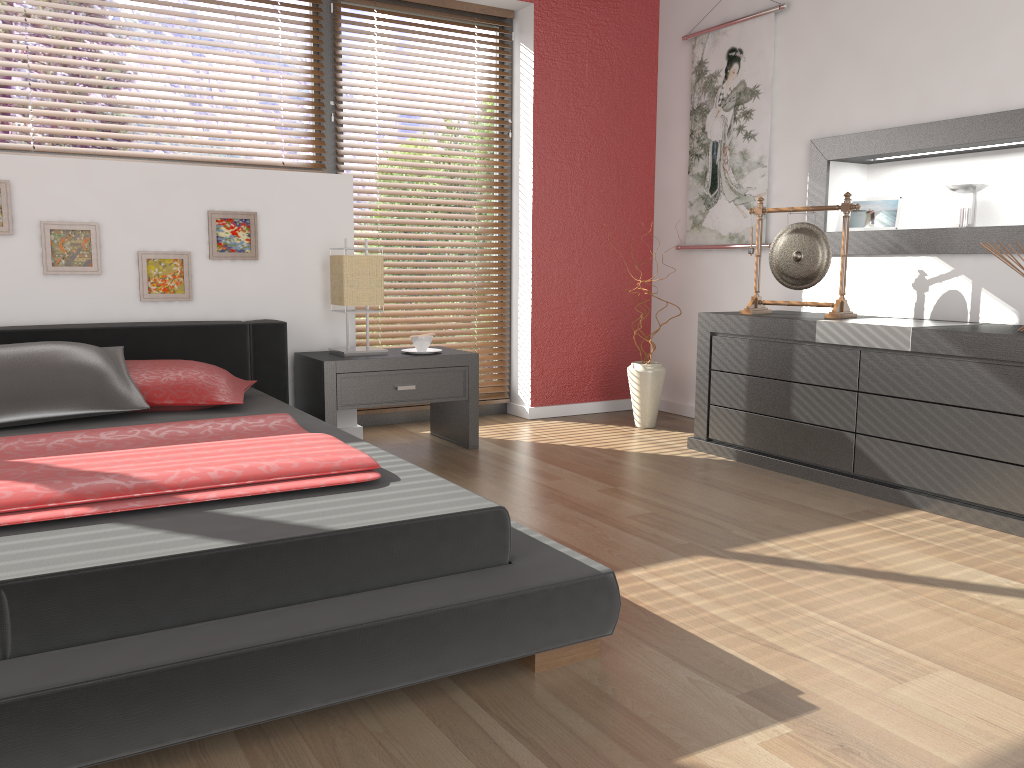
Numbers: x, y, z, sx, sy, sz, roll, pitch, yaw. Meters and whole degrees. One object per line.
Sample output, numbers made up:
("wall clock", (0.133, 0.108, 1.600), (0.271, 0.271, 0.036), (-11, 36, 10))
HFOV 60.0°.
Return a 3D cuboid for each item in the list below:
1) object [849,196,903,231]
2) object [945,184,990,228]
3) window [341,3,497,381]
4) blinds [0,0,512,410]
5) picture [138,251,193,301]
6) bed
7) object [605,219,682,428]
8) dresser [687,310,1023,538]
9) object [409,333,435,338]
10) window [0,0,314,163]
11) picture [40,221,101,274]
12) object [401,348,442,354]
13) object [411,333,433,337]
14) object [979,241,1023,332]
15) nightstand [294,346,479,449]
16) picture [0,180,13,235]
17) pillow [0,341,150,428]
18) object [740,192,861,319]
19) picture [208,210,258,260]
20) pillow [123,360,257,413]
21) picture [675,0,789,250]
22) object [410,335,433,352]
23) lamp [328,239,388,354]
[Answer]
("object", (1.572, -0.740, 3.856), (0.226, 0.146, 0.041), (7, 10, 39))
("object", (1.805, -0.701, 3.527), (0.159, 0.171, 0.159), (3, 8, 18))
("window", (-0.452, -0.908, 4.514), (0.889, 1.893, 0.020), (-4, 9, -30))
("blinds", (-2.103, -0.745, 3.481), (4.840, 1.952, 0.032), (-4, 9, -30))
("picture", (-1.407, -0.437, 3.601), (0.200, 0.200, 0.010), (-4, 9, -30))
("bed", (-1.447, 0.216, 2.210), (2.469, 0.577, 2.413), (-4, 9, -30))
("object", (0.627, -0.294, 4.395), (0.364, 1.035, 0.422), (6, 9, 34))
("dresser", (1.457, 0.071, 3.318), (0.540, 0.608, 1.740), (-4, 9, -30))
("object", (-0.390, -0.211, 3.862), (0.007, 0.007, 0.192), (5, 9, 29))
("window", (-2.130, -1.327, 3.465), (2.817, 0.786, 0.020), (-4, 9, -30))
("picture", (-1.698, -0.523, 3.417), (0.200, 0.200, 0.010), (-4, 9, -30))
("object", (-0.395, -0.143, 3.887), (0.179, 0.012, 0.179), (0, 8, -5))
("object", (-0.394, -0.214, 3.885), (0.007, 0.007, 0.192), (4, 8, 24))
("object", (1.727, -0.303, 2.784), (0.481, 0.282, 0.481), (4, 8, 26))
("nightstand", (-0.545, 0.075, 3.893), (0.700, 0.423, 0.413), (-4, 9, -30))
("picture", (-1.950, -0.650, 3.250), (0.200, 0.200, 0.010), (-4, 9, -30))
("pillow", (-1.570, -0.003, 2.784), (0.744, 0.241, 0.386), (-5, 9, -35))
("object", (1.188, -0.531, 3.660), (0.490, 0.498, 0.173), (8, 11, 44))
("picture", (-1.168, -0.622, 3.717), (0.200, 0.200, 0.010), (-4, 9, -30))
("pillow", (-1.297, 0.007, 3.111), (0.745, 0.172, 0.418), (-1, 8, -11))
("picture", (1.071, -1.309, 4.396), (0.028, 1.270, 0.701), (-4, 9, -30))
("object", (-0.395, -0.175, 3.883), (0.099, 0.069, 0.099), (0, 8, -5))
("lamp", (-0.665, -0.380, 3.807), (0.200, 0.480, 0.200), (-4, 9, -30))
